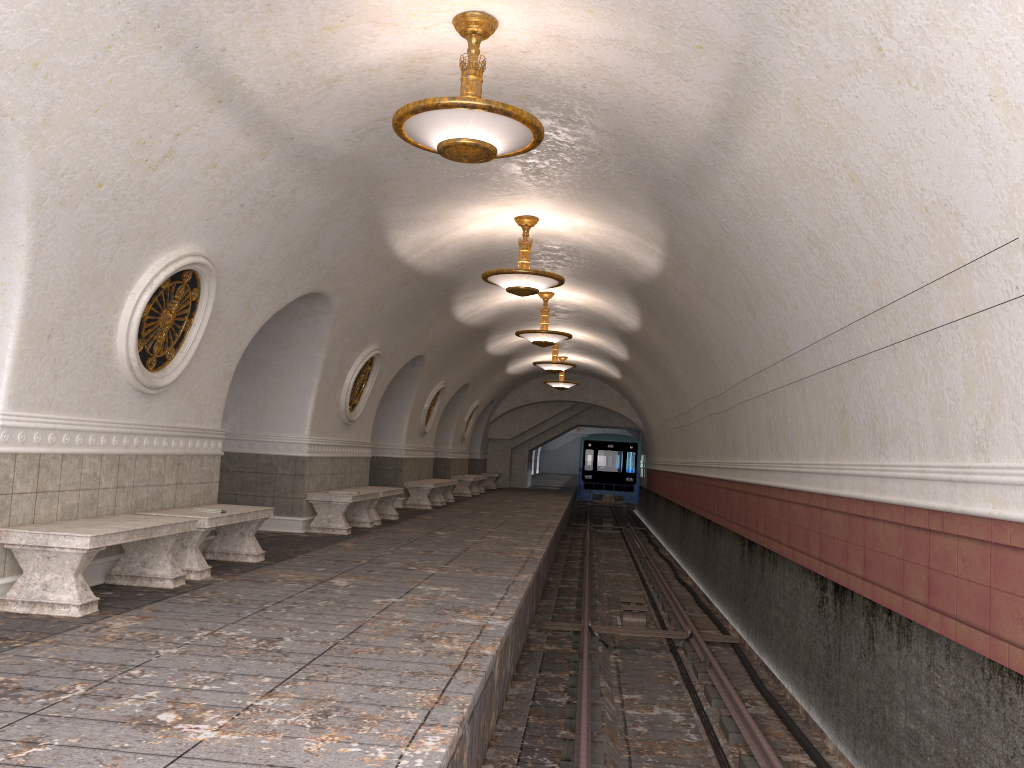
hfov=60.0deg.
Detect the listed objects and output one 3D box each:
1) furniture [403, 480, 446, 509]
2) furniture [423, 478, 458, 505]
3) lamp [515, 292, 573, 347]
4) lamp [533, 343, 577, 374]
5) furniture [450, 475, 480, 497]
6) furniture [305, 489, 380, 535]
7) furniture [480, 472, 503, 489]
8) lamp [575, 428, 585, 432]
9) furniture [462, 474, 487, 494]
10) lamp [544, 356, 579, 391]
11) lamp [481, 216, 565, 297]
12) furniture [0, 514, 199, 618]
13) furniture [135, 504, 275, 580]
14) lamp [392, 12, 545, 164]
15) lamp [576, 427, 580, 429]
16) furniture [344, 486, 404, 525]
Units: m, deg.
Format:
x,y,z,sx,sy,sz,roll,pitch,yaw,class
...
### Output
x,y,z,sx,sy,sz,roll,pitch,yaw,class
-1.780,2.251,18.112,0.613,0.508,1.509,3,-5,5,furniture
-1.634,2.394,19.781,0.613,0.508,1.509,3,-5,5,furniture
0.571,-1.113,15.517,1.008,0.955,1.008,2,-5,21,lamp
0.991,-0.701,20.309,1.008,0.955,1.008,2,-5,21,lamp
-1.261,2.760,24.030,0.613,0.508,1.509,3,-5,5,furniture
-2.304,1.737,12.136,0.613,0.508,1.509,3,-5,5,furniture
-0.713,3.298,30.286,0.613,0.508,1.509,3,-5,5,furniture
4.610,2.849,61.577,1.008,0.955,1.008,4,-5,-9,lamp
-1.115,2.904,25.699,0.613,0.508,1.509,3,-5,5,furniture
1.411,-0.288,25.103,1.008,0.955,1.008,7,-6,-39,lamp
0.150,-1.525,10.724,1.008,0.955,1.008,4,-5,-11,lamp
-2.827,1.224,6.172,0.613,0.508,1.509,3,-5,5,furniture
-2.681,1.367,7.841,0.613,0.508,1.509,3,-5,5,furniture
-0.273,-1.940,5.897,1.008,0.955,1.008,4,-5,-11,lamp
4.189,2.437,56.783,1.008,0.955,1.008,4,-5,-9,lamp
-2.158,1.880,13.805,0.613,0.508,1.509,3,-5,5,furniture
